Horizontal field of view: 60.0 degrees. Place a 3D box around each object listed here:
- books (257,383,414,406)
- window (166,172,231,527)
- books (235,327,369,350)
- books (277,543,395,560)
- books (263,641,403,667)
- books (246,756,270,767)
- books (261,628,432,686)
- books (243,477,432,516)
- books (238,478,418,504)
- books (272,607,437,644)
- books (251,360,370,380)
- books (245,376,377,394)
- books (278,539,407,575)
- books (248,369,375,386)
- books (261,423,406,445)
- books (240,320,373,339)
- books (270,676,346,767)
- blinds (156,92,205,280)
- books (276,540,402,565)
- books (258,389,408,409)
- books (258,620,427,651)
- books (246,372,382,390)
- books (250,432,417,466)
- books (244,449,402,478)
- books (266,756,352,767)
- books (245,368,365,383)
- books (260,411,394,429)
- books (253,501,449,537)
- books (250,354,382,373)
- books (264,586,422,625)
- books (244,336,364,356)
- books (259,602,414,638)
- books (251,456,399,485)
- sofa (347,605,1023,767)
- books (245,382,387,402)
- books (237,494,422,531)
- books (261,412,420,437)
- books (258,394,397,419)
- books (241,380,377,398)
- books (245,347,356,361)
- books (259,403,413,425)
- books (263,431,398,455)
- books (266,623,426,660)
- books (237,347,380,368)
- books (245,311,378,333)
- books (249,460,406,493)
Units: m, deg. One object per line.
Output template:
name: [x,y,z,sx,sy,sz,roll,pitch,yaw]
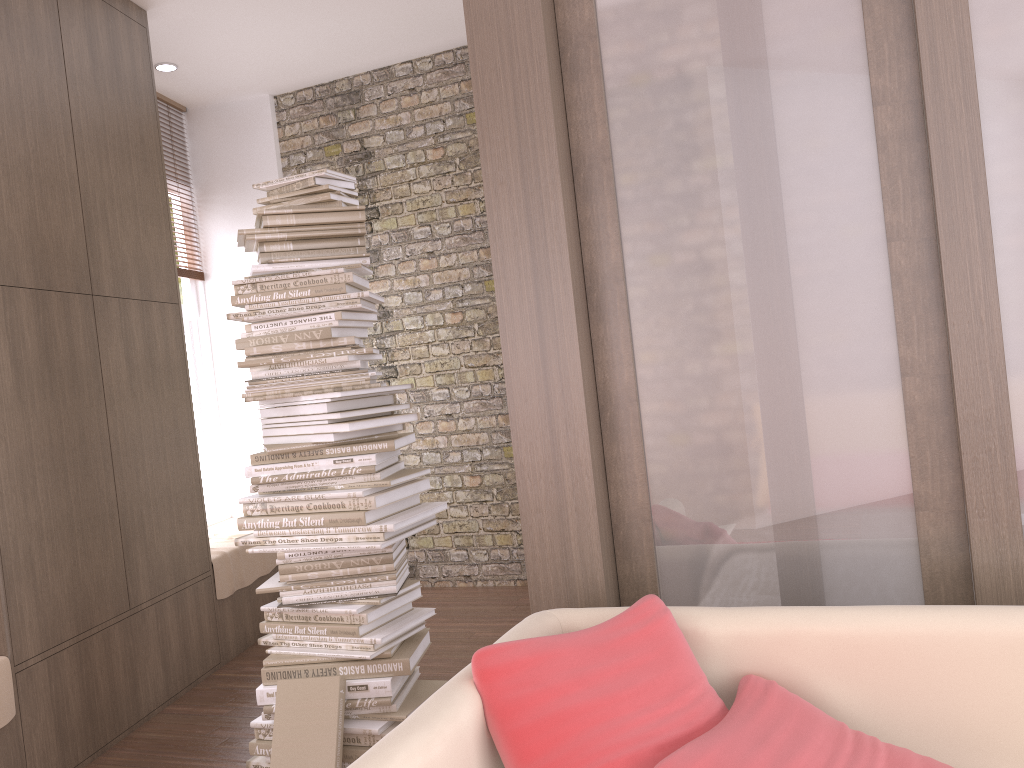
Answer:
books: [-0.643,0.038,3.213,0.500,0.018,0.326,-6,1,42]
window: [-2.170,-0.190,5.170,0.160,2.229,1.407,-6,1,9]
books: [-0.759,-0.165,3.234,0.379,0.039,0.297,-6,1,17]
books: [-0.604,0.567,3.189,0.396,0.024,0.310,-6,1,2]
books: [-0.608,0.928,3.185,0.450,0.022,0.364,-6,1,7]
books: [-0.570,1.289,3.159,0.612,0.028,0.399,-6,1,22]
books: [-0.576,0.967,3.154,0.518,0.057,0.341,-6,1,7]
books: [-0.631,0.411,3.251,0.542,0.046,0.421,-6,1,22]
books: [-0.661,0.381,3.235,0.510,0.020,0.399,-6,1,22]
books: [-0.562,0.861,3.189,0.468,0.021,0.350,-6,1,27]
books: [-0.728,-0.050,3.244,0.379,0.028,0.297,-6,1,-3]
books: [-0.717,0.002,3.223,0.432,0.013,0.288,-6,1,-3]
books: [-0.599,0.615,3.190,0.396,0.033,0.310,-6,1,2]
books: [-0.714,-0.025,3.226,0.412,0.011,0.308,-6,1,-3]
books: [-0.653,0.181,3.236,0.435,0.030,0.322,-6,1,42]
books: [-0.739,-0.197,3.232,0.388,0.020,0.287,-6,1,17]
books: [-0.657,1.153,2.860,0.218,0.363,0.246,-6,1,7]
blinds: [-2.195,-1.223,5.139,0.042,1.138,1.373,-6,1,9]
books: [-0.606,0.588,3.195,0.405,0.018,0.300,-6,1,2]
books: [-0.656,0.055,3.239,0.443,0.010,0.345,-6,1,42]
books: [-0.612,0.891,3.209,0.506,0.023,0.330,-6,1,27]
books: [-0.704,-0.013,3.218,0.446,0.012,0.291,-6,1,-3]
books: [-0.639,0.234,3.237,0.518,0.038,0.341,-6,1,7]
books: [-0.675,0.278,3.230,0.469,0.038,0.364,-6,1,7]
books: [-0.509,1.253,3.141,0.566,0.025,0.423,-6,1,22]
books: [-0.738,-0.032,3.235,0.395,0.007,0.308,-6,1,-3]
books: [-0.676,0.130,3.232,0.413,0.013,0.294,-6,1,42]
books: [-0.574,0.490,3.223,0.566,0.025,0.423,-6,1,22]
books: [-0.705,-0.076,3.227,0.388,0.020,0.287,-6,1,17]
books: [-0.607,0.796,3.216,0.448,0.038,0.348,-6,1,27]
books: [-0.745,-0.134,3.227,0.379,0.028,0.297,-6,1,-3]
books: [-0.630,0.838,3.206,0.432,0.038,0.339,-6,1,27]
books: [-0.664,0.309,3.209,0.442,0.025,0.346,-6,1,7]
sofa: [0.931,0.798,1.243,2.204,0.751,0.919,-6,1,22]
books: [-0.697,0.029,3.207,0.469,0.015,0.267,-6,1,-3]
books: [-0.657,0.462,3.236,0.522,0.046,0.410,-6,1,22]
books: [-0.625,0.147,3.203,0.524,0.030,0.317,-6,1,42]
books: [-0.675,0.082,3.235,0.417,0.036,0.308,-6,1,42]
books: [-0.724,0.016,3.223,0.444,0.015,0.279,-6,1,-3]
books: [-0.752,-0.105,3.220,0.368,0.009,0.262,-6,1,-3]
books: [-0.642,0.108,3.218,0.484,0.020,0.323,-6,1,42]
books: [-0.674,0.208,3.250,0.450,0.022,0.364,-7,1,-18]
books: [-0.587,0.909,3.168,0.448,0.013,0.350,-6,1,27]
books: [-0.725,-0.094,3.219,0.467,0.020,0.283,-6,1,-3]
books: [-0.721,-0.222,3.220,0.379,0.028,0.297,-6,1,17]
books: [-0.661,0.337,3.244,0.469,0.028,0.368,-6,1,7]
